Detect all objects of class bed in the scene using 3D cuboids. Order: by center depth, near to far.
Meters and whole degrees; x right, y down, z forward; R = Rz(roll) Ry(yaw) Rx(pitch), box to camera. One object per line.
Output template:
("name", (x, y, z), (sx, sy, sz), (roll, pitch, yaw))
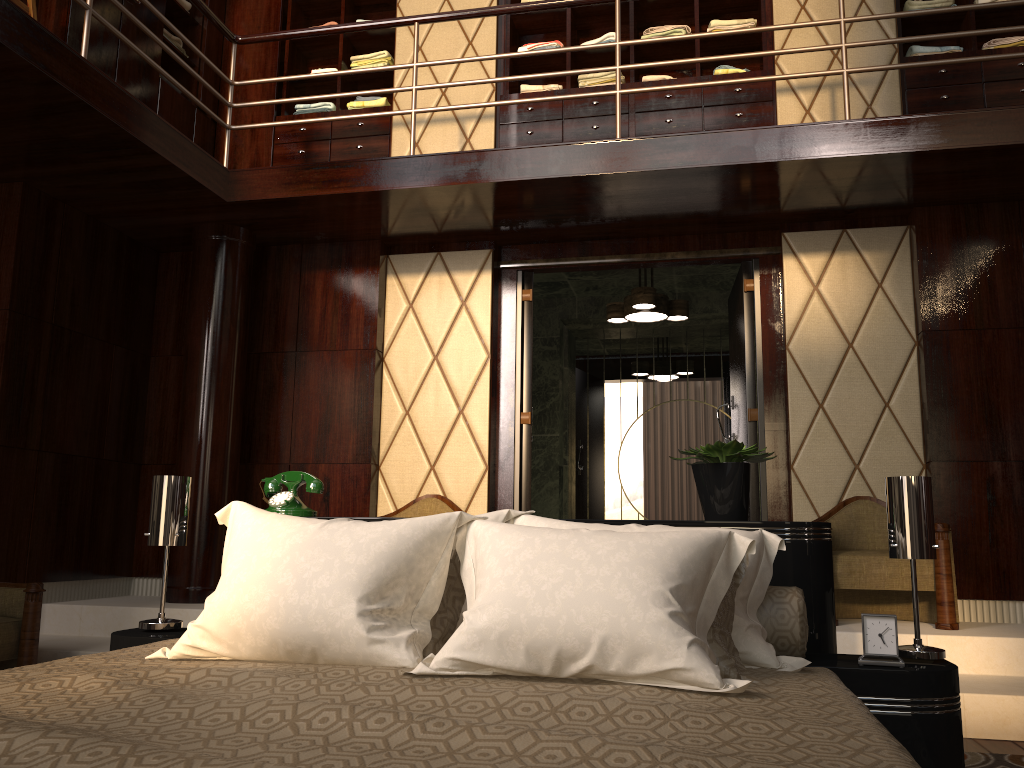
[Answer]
("bed", (-0.215, 0.503, 1.269), (1.985, 0.660, 2.381), (-1, -10, 12))

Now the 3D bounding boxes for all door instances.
("door", (0.663, 0.311, 4.990), (1.435, 1.820, 0.828), (-1, -10, 11))

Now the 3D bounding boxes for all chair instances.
("chair", (-2.029, 0.858, 3.135), (0.462, 0.550, 0.571), (-1, -10, 12))
("chair", (1.567, 0.751, 3.835), (0.571, 0.550, 0.462), (-1, -10, 12))
("chair", (-0.457, 0.798, 4.276), (0.571, 0.550, 0.462), (-1, -10, 12))

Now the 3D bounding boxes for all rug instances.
("rug", (-0.112, 0.804, 1.071), (2.910, 0.006, 3.735), (-1, -10, 12))

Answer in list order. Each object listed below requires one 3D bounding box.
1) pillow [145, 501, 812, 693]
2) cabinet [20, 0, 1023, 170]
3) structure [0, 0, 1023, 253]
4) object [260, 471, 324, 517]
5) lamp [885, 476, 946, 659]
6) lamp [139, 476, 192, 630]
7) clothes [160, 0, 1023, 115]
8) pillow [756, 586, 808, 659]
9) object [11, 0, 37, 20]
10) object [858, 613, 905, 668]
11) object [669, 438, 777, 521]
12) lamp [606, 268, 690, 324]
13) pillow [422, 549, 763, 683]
("pillow", (-0.095, 0.403, 1.789), (1.322, 0.320, 0.685), (-2, -10, 14))
("cabinet", (0.542, -2.177, 4.387), (6.767, 2.432, 2.576), (-1, -10, 12))
("structure", (0.244, -0.502, 2.842), (6.107, 3.189, 3.750), (-1, -10, 12))
("object", (-0.628, 0.314, 2.526), (0.158, 0.131, 0.178), (5, -11, -25))
("lamp", (0.884, 0.399, 1.953), (0.106, 0.385, 0.109), (-3, -10, 19))
("lamp", (-0.897, 0.434, 2.307), (0.106, 0.385, 0.109), (-3, -10, 19))
("clothes", (0.273, -2.080, 5.180), (4.996, 0.954, 0.818), (0, -10, 5))
("pillow", (-0.038, 0.535, 2.080), (1.396, 0.167, 0.173), (-1, -10, 12))
("object", (-2.121, -1.658, 3.724), (0.258, 0.974, 0.275), (-1, -10, 12))
("object", (0.759, 0.529, 1.830), (0.088, 0.103, 0.034), (-3, -11, 20))
("object", (0.546, 0.250, 2.274), (0.256, 0.205, 0.241), (2, -10, -6))
("lamp", (0.785, -0.572, 5.486), (0.467, 0.347, 0.515), (-8, -13, 42))
("pillow", (-0.076, 0.423, 1.755), (1.123, 0.271, 0.293), (-1, -10, 13))
